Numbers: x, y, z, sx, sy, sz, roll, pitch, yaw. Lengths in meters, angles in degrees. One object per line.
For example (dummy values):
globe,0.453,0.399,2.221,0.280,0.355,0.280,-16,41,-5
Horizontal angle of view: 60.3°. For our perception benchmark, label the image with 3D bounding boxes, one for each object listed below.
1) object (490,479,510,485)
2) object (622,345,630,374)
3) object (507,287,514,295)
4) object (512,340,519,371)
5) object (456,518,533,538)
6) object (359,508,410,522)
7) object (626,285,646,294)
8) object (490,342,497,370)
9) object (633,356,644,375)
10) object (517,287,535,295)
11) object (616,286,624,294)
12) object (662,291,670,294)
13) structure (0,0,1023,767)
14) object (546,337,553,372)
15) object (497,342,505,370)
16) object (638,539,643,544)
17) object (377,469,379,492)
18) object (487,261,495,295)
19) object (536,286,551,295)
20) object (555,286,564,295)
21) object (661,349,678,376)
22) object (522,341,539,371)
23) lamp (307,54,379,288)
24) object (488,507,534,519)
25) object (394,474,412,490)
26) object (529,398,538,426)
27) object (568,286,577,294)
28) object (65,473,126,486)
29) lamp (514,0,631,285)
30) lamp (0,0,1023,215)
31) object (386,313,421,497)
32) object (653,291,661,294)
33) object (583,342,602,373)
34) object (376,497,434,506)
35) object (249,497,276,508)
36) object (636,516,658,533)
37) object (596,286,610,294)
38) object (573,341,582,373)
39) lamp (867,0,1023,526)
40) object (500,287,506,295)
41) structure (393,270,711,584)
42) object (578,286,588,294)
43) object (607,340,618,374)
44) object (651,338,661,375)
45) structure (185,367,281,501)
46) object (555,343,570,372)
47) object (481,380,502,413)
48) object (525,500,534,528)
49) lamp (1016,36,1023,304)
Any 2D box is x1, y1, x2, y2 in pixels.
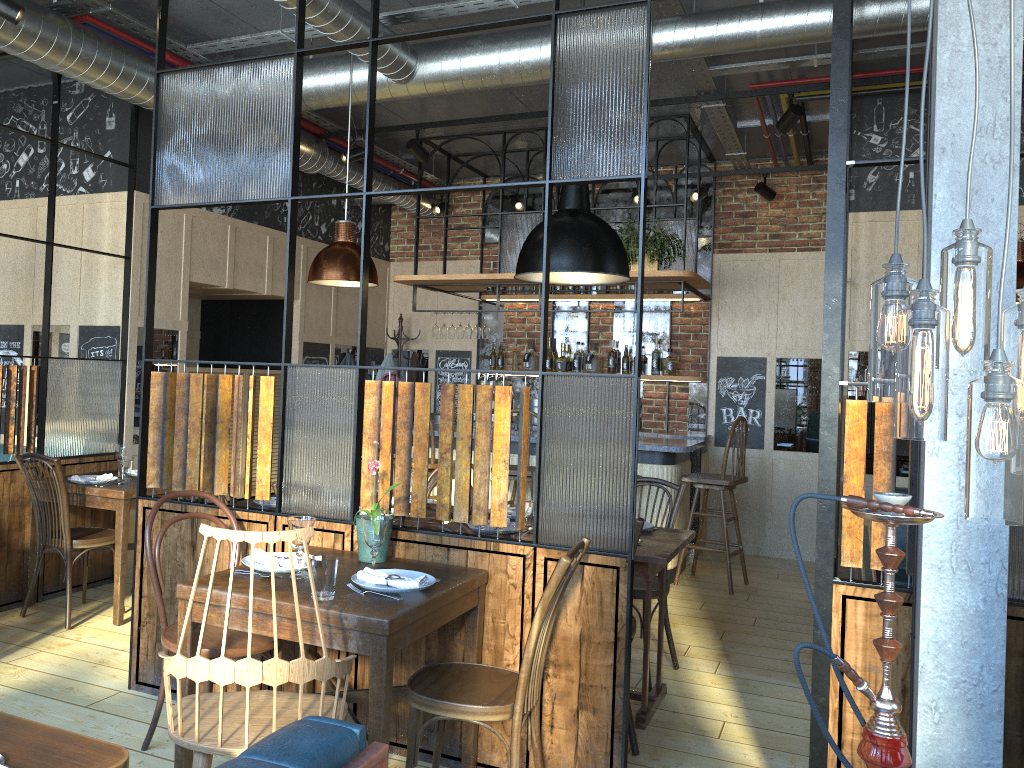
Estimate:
object,-0.061,0.550,4.175,0.103,0.192,0.094,1,-1,43
object,1.004,-0.215,7.766,0.066,0.263,0.065,2,-1,4
object,-0.012,-0.974,8.274,0.053,0.288,0.058,2,-1,-29
object,0.032,-0.266,8.199,0.053,0.288,0.058,2,-1,-29
object,-0.065,0.622,3.885,0.338,0.051,0.259,2,0,26
object,-0.647,0.599,4.166,0.338,0.051,0.259,2,0,26
object,1.090,-0.929,7.772,0.176,0.283,0.117,2,-1,37
object,-0.173,-0.262,8.300,0.069,0.263,0.063,1,-1,45
object,1.111,-0.210,7.715,0.080,0.263,0.076,2,-1,24
object,0.125,-0.967,8.210,0.176,0.283,0.117,2,-1,37
object,0.962,-0.924,7.840,0.068,0.263,0.064,2,-1,22
object,1.343,-0.909,7.667,0.067,0.263,0.065,2,-1,10
structure,-0.440,-0.312,5.492,5.923,3.327,5.958,2,0,6
object,0.341,-0.269,8.075,0.081,0.318,0.080,2,-1,3
object,-0.101,-0.259,8.267,0.067,0.263,0.065,2,-1,10
object,0.370,0.639,3.697,0.338,0.051,0.259,2,0,26
object,-0.673,0.525,4.486,0.095,0.192,0.101,2,-1,-20
object,-0.195,-1.002,8.361,0.072,0.330,0.079,3,-1,-44
object,0.291,-0.936,8.130,0.149,0.235,0.085,2,-1,29
object,0.442,-0.972,8.085,0.081,0.318,0.080,2,-1,3
object,1.358,-0.187,7.590,0.146,0.235,0.088,2,-1,10
object,0.169,-0.258,8.135,0.176,0.283,0.117,2,-1,37
lamp,-0.843,-1.179,4.537,0.366,1.335,0.370,2,-1,-5
object,-0.004,0.621,4.316,0.338,0.051,0.259,2,0,26
object,-0.524,0.532,4.250,0.103,0.192,0.094,1,-1,43
object,0.237,0.254,8.043,0.212,0.246,0.222,2,0,-17
object,0.552,-0.950,8.042,0.078,0.284,0.073,2,-1,24
object,-2.354,0.531,4.974,0.338,0.051,0.259,2,0,26
lamp,0.296,-1.139,4.017,0.553,1.326,0.505,2,-1,35
lamp,-0.254,-1.691,5.026,7.487,0.274,6.042,2,0,23
object,-1.139,0.305,8.565,0.363,1.990,0.343,1,-1,45
object,1.271,-0.912,7.700,0.068,0.263,0.064,2,-1,16
object,0.721,-0.236,7.886,0.176,0.283,0.117,2,-1,37
object,-0.555,0.600,4.565,0.338,0.051,0.259,2,0,26
object,-1.134,0.580,4.374,0.338,0.051,0.259,2,0,26
object,0.501,0.641,4.081,0.338,0.051,0.259,2,0,26
object,0.815,-0.930,7.896,0.121,0.265,0.113,2,-1,24
object,0.596,-0.242,7.966,0.078,0.284,0.073,2,-1,24
lamp,0.870,-0.845,1.583,0.479,2.120,0.302,3,-1,-42
object,-0.097,-0.985,8.334,0.089,0.303,0.082,1,-1,33
structure,0.377,0.278,7.224,2.423,2.174,1.679,2,0,23
object,0.645,-0.935,7.978,0.080,0.263,0.076,2,-1,24
object,0.894,-0.239,7.828,0.090,0.303,0.082,1,-1,42
object,1.255,-0.239,7.671,0.072,0.330,0.079,3,-1,-44
structure,0.119,0.461,6.798,4.998,0.995,1.269,2,0,0
object,0.462,-0.238,8.001,0.121,0.265,0.113,2,-1,24
object,-0.196,0.121,8.250,0.268,0.303,0.082,2,-1,25
object,0.059,0.590,3.998,0.085,0.119,0.083,2,0,5
lamp,2.514,-1.057,4.399,0.378,1.335,0.359,2,-1,15
